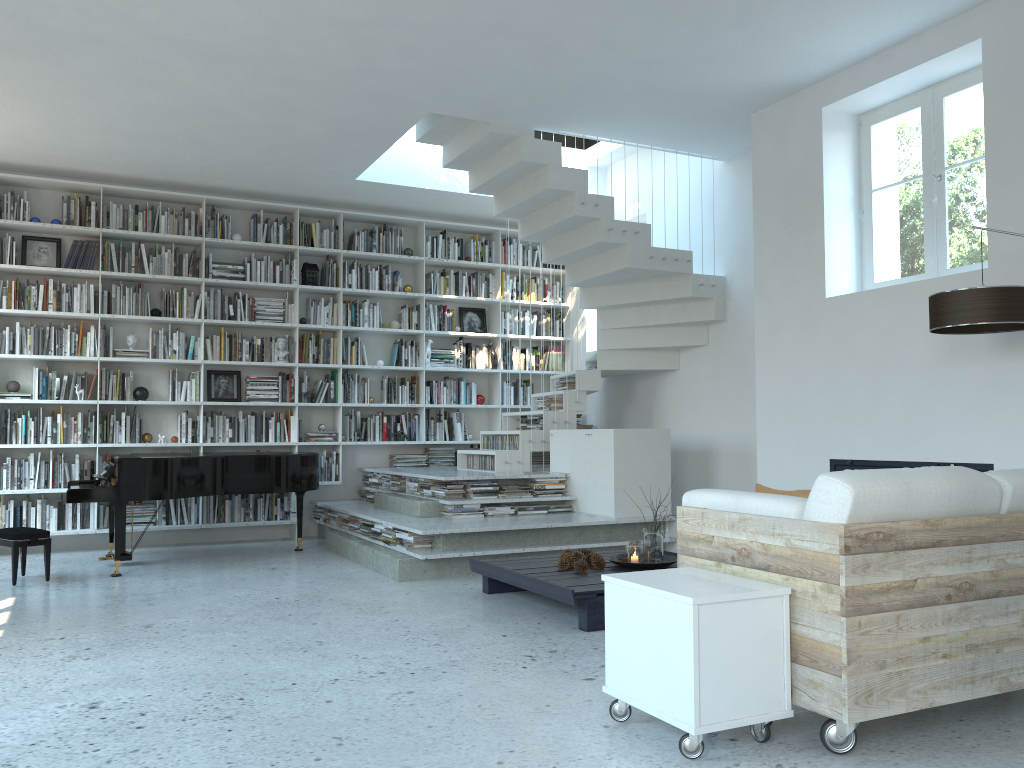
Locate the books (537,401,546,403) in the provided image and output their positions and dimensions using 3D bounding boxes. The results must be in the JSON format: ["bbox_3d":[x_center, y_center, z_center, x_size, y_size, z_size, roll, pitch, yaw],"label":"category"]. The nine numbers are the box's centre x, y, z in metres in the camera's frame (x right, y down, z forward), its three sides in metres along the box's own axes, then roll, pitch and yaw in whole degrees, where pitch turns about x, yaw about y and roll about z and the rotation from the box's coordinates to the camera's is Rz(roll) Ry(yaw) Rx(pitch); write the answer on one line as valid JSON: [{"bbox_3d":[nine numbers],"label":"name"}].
[{"bbox_3d":[0.366,0.173,8.500,0.149,0.017,0.240,1,-4,-28],"label":"books"}]

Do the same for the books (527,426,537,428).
[{"bbox_3d":[0.270,0.394,8.213,0.175,0.016,0.207,2,-4,-32],"label":"books"}]

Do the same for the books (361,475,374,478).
[{"bbox_3d":[-1.352,0.903,8.688,0.171,0.015,0.253,2,-4,-31],"label":"books"}]

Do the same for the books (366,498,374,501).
[{"bbox_3d":[-1.266,1.096,8.412,0.187,0.009,0.261,1,-4,-23],"label":"books"}]

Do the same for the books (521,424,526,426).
[{"bbox_3d":[0.186,0.391,8.421,0.145,0.015,0.166,2,-4,-32],"label":"books"}]

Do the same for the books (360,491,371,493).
[{"bbox_3d":[-1.392,1.055,8.700,0.159,0.009,0.210,1,-4,-22],"label":"books"}]

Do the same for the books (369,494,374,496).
[{"bbox_3d":[-1.249,1.057,8.422,0.159,0.009,0.228,1,-4,-25],"label":"books"}]

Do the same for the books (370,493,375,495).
[{"bbox_3d":[-1.244,1.044,8.426,0.137,0.018,0.200,2,-4,-30],"label":"books"}]

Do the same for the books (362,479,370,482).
[{"bbox_3d":[-1.346,0.944,8.689,0.179,0.012,0.261,1,-4,-26],"label":"books"}]

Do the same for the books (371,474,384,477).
[{"bbox_3d":[-1.213,0.870,8.433,0.163,0.018,0.290,1,-4,-27],"label":"books"}]

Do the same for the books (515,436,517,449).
[{"bbox_3d":[0.091,0.515,7.694,0.125,0.123,0.036,1,-3,-26],"label":"books"}]

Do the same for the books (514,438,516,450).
[{"bbox_3d":[0.076,0.515,7.724,0.125,0.125,0.011,1,-3,-26],"label":"books"}]

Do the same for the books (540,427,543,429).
[{"bbox_3d":[0.331,0.395,7.929,0.136,0.017,0.288,0,-3,-3],"label":"books"}]

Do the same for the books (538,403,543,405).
[{"bbox_3d":[0.371,0.190,8.501,0.143,0.019,0.230,1,-4,-27],"label":"books"}]

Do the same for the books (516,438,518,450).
[{"bbox_3d":[0.098,0.514,7.680,0.125,0.123,0.034,1,-3,-26],"label":"books"}]

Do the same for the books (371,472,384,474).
[{"bbox_3d":[-1.222,0.844,8.430,0.171,0.020,0.193,2,-4,-31],"label":"books"}]

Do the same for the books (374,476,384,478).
[{"bbox_3d":[-1.212,0.885,8.433,0.143,0.012,0.264,1,-4,-21],"label":"books"}]

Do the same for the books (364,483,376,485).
[{"bbox_3d":[-1.342,0.975,8.689,0.163,0.017,0.232,1,-4,-24],"label":"books"}]

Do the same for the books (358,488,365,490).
[{"bbox_3d":[-1.396,1.031,8.699,0.174,0.009,0.240,1,-4,-24],"label":"books"}]

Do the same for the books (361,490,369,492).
[{"bbox_3d":[-1.390,1.043,8.701,0.152,0.015,0.208,1,-4,-21],"label":"books"}]

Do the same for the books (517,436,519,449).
[{"bbox_3d":[0.108,0.513,7.659,0.125,0.123,0.035,1,-3,-26],"label":"books"}]

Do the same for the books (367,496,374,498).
[{"bbox_3d":[-1.261,1.069,8.416,0.180,0.017,0.183,2,-4,-29],"label":"books"}]

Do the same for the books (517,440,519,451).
[{"bbox_3d":[0.105,0.513,7.666,0.125,0.123,0.036,1,-3,-26],"label":"books"}]

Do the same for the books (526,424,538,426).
[{"bbox_3d":[0.270,0.379,8.213,0.184,0.013,0.225,2,-4,-29],"label":"books"}]

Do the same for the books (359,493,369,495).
[{"bbox_3d":[-1.387,1.077,8.701,0.159,0.012,0.279,1,-4,-27],"label":"books"}]

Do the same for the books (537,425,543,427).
[{"bbox_3d":[0.311,0.377,7.928,0.172,0.019,0.240,0,-3,-1],"label":"books"}]

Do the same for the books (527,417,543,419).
[{"bbox_3d":[0.269,0.315,8.216,0.177,0.014,0.194,2,-4,-32],"label":"books"}]

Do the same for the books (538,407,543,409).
[{"bbox_3d":[0.369,0.227,8.499,0.138,0.010,0.254,2,-4,-29],"label":"books"}]

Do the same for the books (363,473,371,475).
[{"bbox_3d":[-1.343,0.882,8.693,0.159,0.011,0.246,2,-4,-29],"label":"books"}]

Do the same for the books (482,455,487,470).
[{"bbox_3d":[-0.207,0.704,7.957,0.125,0.125,0.007,1,-3,-26],"label":"books"}]

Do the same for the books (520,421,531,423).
[{"bbox_3d":[0.186,0.362,8.422,0.140,0.022,0.181,2,-4,-33],"label":"books"}]

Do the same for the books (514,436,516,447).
[{"bbox_3d":[0.084,0.516,7.708,0.125,0.123,0.034,1,-3,-26],"label":"books"}]

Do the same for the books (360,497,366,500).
[{"bbox_3d":[-1.388,1.123,8.698,0.163,0.019,0.187,1,-4,-27],"label":"books"}]

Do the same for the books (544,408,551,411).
[{"bbox_3d":[0.401,0.237,8.244,0.184,0.016,0.128,1,-3,-19],"label":"books"}]

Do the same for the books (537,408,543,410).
[{"bbox_3d":[0.372,0.241,8.499,0.136,0.017,0.288,1,-4,-28],"label":"books"}]

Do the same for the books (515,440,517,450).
[{"bbox_3d":[0.088,0.515,7.701,0.125,0.123,0.035,1,-3,-26],"label":"books"}]

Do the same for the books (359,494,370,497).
[{"bbox_3d":[-1.390,1.089,8.699,0.170,0.012,0.215,1,-4,-26],"label":"books"}]

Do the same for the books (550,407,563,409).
[{"bbox_3d":[0.456,0.218,7.974,0.215,0.013,0.189,-1,-3,6],"label":"books"}]

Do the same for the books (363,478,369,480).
[{"bbox_3d":[-1.341,0.933,8.692,0.156,0.009,0.287,1,-4,-28],"label":"books"}]

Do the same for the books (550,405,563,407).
[{"bbox_3d":[0.456,0.199,7.972,0.222,0.011,0.180,-1,-3,5],"label":"books"}]

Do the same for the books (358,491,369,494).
[{"bbox_3d":[-1.399,1.062,8.696,0.184,0.006,0.262,1,-4,-25],"label":"books"}]

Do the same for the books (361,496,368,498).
[{"bbox_3d":[-1.380,1.102,8.704,0.147,0.014,0.292,1,-4,-26],"label":"books"}]

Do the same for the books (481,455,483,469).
[{"bbox_3d":[-0.217,0.705,7.977,0.125,0.125,0.007,1,-3,-26],"label":"books"}]

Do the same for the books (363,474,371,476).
[{"bbox_3d":[-1.343,0.891,8.693,0.167,0.008,0.234,1,-4,-27],"label":"books"}]

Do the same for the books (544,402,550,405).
[{"bbox_3d":[0.417,0.178,8.208,0.178,0.035,0.222,1,-3,-22],"label":"books"}]

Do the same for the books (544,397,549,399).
[{"bbox_3d":[0.412,0.129,8.223,0.166,0.017,0.190,1,-4,-24],"label":"books"}]

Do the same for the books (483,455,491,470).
[{"bbox_3d":[-0.200,0.703,7.943,0.125,0.125,0.010,1,-3,-26],"label":"books"}]

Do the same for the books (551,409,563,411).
[{"bbox_3d":[0.457,0.231,7.979,0.206,0.012,0.183,0,-3,1],"label":"books"}]

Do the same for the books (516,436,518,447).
[{"bbox_3d":[0.102,0.514,7.673,0.125,0.123,0.035,1,-3,-26],"label":"books"}]

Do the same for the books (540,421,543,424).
[{"bbox_3d":[0.334,0.347,7.932,0.141,0.028,0.223,0,-3,-7],"label":"books"}]

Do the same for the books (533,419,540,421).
[{"bbox_3d":[0.291,0.331,8.226,0.133,0.017,0.178,1,-4,-22],"label":"books"}]

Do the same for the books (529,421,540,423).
[{"bbox_3d":[0.268,0.353,8.214,0.189,0.012,0.155,1,-4,-23],"label":"books"}]

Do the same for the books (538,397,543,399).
[{"bbox_3d":[0.364,0.132,8.500,0.157,0.014,0.180,1,-4,-28],"label":"books"}]

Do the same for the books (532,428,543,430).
[{"bbox_3d":[0.285,0.417,8.219,0.137,0.013,0.199,1,-3,-20],"label":"books"}]

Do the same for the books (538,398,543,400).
[{"bbox_3d":[0.361,0.146,8.498,0.157,0.014,0.180,2,-4,-30],"label":"books"}]

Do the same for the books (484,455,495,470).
[{"bbox_3d":[-0.189,0.702,7.921,0.125,0.125,0.008,1,-3,-26],"label":"books"}]

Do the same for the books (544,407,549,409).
[{"bbox_3d":[0.412,0.221,8.218,0.200,0.014,0.177,1,-4,-22],"label":"books"}]

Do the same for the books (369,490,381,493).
[{"bbox_3d":[-1.247,1.019,8.425,0.149,0.014,0.228,1,-4,-28],"label":"books"}]

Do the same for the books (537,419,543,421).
[{"bbox_3d":[0.322,0.326,7.931,0.168,0.014,0.212,0,-3,-6],"label":"books"}]
